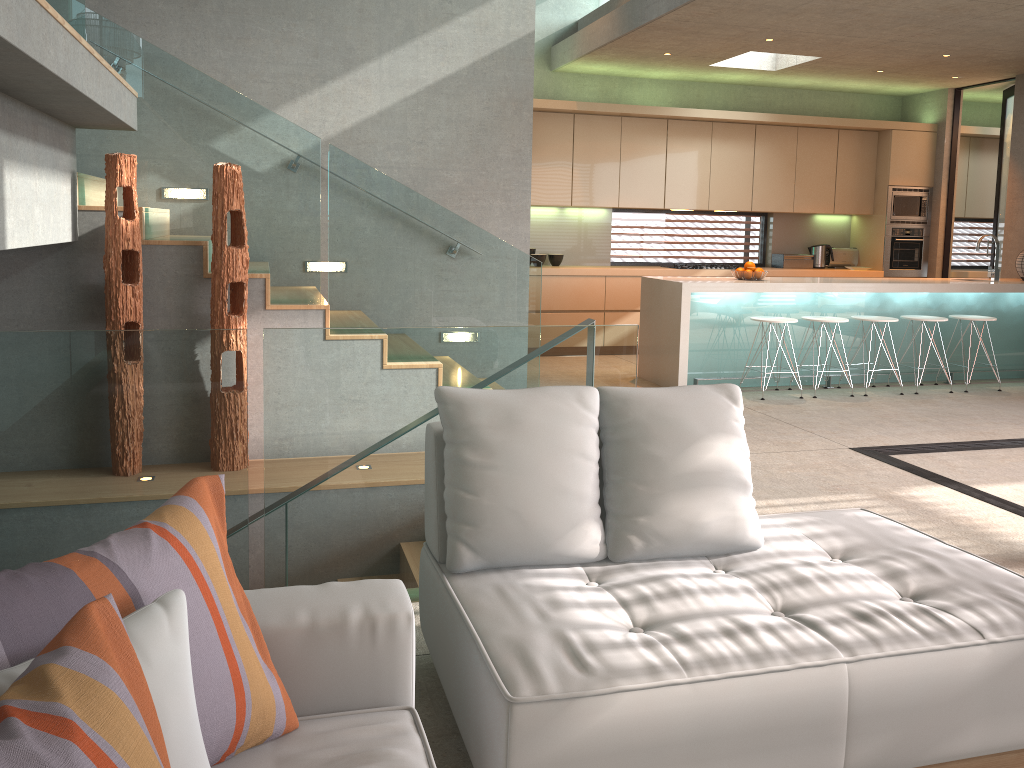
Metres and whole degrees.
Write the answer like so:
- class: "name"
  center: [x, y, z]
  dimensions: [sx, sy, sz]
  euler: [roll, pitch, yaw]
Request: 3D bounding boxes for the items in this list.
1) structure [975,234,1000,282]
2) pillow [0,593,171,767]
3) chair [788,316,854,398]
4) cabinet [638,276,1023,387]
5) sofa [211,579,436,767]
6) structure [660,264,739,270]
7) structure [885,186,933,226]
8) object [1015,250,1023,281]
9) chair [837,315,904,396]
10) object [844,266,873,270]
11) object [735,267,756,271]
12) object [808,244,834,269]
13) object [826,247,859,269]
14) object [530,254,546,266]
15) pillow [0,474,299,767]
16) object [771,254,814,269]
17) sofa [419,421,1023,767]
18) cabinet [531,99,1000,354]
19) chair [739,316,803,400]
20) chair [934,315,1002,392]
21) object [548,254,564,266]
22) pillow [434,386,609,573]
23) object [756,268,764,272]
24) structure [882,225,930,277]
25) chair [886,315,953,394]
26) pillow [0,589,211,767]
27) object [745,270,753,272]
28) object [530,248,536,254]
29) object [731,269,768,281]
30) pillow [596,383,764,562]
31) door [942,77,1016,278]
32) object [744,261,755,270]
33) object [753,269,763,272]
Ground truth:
- class: "structure"
  center: [4.452, -1.188, 8.308]
  dimensions: [0.097, 0.437, 0.260]
  euler: [0, 7, -16]
- class: "pillow"
  center: [-0.470, 0.570, 0.789]
  dimensions: [0.311, 0.490, 0.744]
  euler: [2, 9, 7]
- class: "chair"
  center: [2.562, -0.232, 7.288]
  dimensions: [0.382, 0.618, 0.385]
  euler: [-1, 7, -16]
- class: "cabinet"
  center: [3.228, -0.497, 8.061]
  dimensions: [4.122, 0.892, 0.808]
  euler: [-2, 8, -16]
- class: "sofa"
  center: [-0.274, 0.914, 0.166]
  dimensions: [1.049, 0.746, 3.496]
  euler: [-1, 10, -16]
- class: "structure"
  center: [2.108, -1.260, 9.665]
  dimensions: [0.839, 0.090, 0.468]
  euler: [-2, 11, -16]
- class: "structure"
  center: [4.441, -2.052, 10.222]
  dimensions: [0.596, 0.433, 0.464]
  euler: [-1, 8, -16]
- class: "object"
  center: [5.049, -1.160, 8.521]
  dimensions: [0.340, 0.331, 0.343]
  euler: [-2, 9, -24]
- class: "chair"
  center: [3.023, -0.246, 7.418]
  dimensions: [0.382, 0.618, 0.385]
  euler: [-1, 7, -16]
- class: "object"
  center: [3.976, -1.325, 10.135]
  dimensions: [0.312, 0.034, 0.311]
  euler: [11, 14, 42]
- class: "object"
  center: [2.009, -0.958, 7.624]
  dimensions: [0.174, 0.099, 0.097]
  euler: [6, 9, 29]
- class: "object"
  center: [3.582, -1.486, 10.272]
  dimensions: [0.278, 0.283, 0.179]
  euler: [0, 7, -11]
- class: "object"
  center: [3.873, -1.484, 10.406]
  dimensions: [0.389, 0.245, 0.151]
  euler: [-1, 7, -16]
- class: "object"
  center: [0.274, -1.288, 9.216]
  dimensions: [0.169, 0.125, 0.171]
  euler: [-4, 10, -29]
- class: "pillow"
  center: [-0.652, 0.447, 1.378]
  dimensions: [0.280, 0.500, 0.702]
  euler: [5, 9, 27]
- class: "object"
  center: [3.246, -1.420, 10.221]
  dimensions: [0.400, 0.158, 0.243]
  euler: [-1, 9, -16]
- class: "sofa"
  center: [0.614, 0.533, 2.434]
  dimensions: [1.596, 0.726, 1.023]
  euler: [-1, 9, -16]
- class: "cabinet"
  center: [3.277, -1.561, 9.317]
  dimensions: [7.471, 2.546, 1.984]
  euler: [-2, 8, -16]
- class: "chair"
  center: [2.106, -0.219, 7.159]
  dimensions: [0.382, 0.618, 0.385]
  euler: [-1, 7, -16]
- class: "chair"
  center: [3.987, -0.274, 7.693]
  dimensions: [0.382, 0.618, 0.385]
  euler: [-1, 7, -16]
- class: "object"
  center: [0.465, -1.318, 9.407]
  dimensions: [0.169, 0.125, 0.171]
  euler: [-4, 10, -29]
- class: "pillow"
  center: [0.030, 0.256, 2.498]
  dimensions: [0.492, 0.494, 0.240]
  euler: [-1, 7, -15]
- class: "object"
  center: [2.143, -0.963, 7.674]
  dimensions: [0.094, 0.093, 0.095]
  euler: [-3, 9, -27]
- class: "structure"
  center: [4.435, -1.547, 10.254]
  dimensions: [0.596, 0.575, 0.502]
  euler: [-1, 8, -16]
- class: "chair"
  center: [3.501, -0.260, 7.555]
  dimensions: [0.382, 0.618, 0.385]
  euler: [-1, 7, -16]
- class: "pillow"
  center: [-0.584, 0.539, 1.094]
  dimensions: [0.239, 0.401, 0.598]
  euler: [5, 9, 27]
- class: "object"
  center: [2.028, -0.941, 7.576]
  dimensions: [0.081, 0.080, 0.081]
  euler: [3, 8, 13]
- class: "object"
  center: [0.139, -1.346, 9.349]
  dimensions: [0.226, 0.186, 0.227]
  euler: [-5, 11, -38]
- class: "object"
  center: [2.056, -0.944, 7.661]
  dimensions: [0.315, 0.081, 0.319]
  euler: [-2, 10, -16]
- class: "pillow"
  center: [0.494, 0.254, 2.628]
  dimensions: [0.492, 0.479, 0.268]
  euler: [-1, 7, -15]
- class: "door"
  center: [1.400, -0.322, 5.265]
  dimensions: [15.386, 4.435, 5.811]
  euler: [-8, 13, -43]
- class: "object"
  center: [2.068, -1.020, 7.687]
  dimensions: [0.095, 0.093, 0.095]
  euler: [2, 8, 4]
- class: "object"
  center: [2.111, -0.945, 7.588]
  dimensions: [0.087, 0.086, 0.088]
  euler: [-2, 9, -25]
